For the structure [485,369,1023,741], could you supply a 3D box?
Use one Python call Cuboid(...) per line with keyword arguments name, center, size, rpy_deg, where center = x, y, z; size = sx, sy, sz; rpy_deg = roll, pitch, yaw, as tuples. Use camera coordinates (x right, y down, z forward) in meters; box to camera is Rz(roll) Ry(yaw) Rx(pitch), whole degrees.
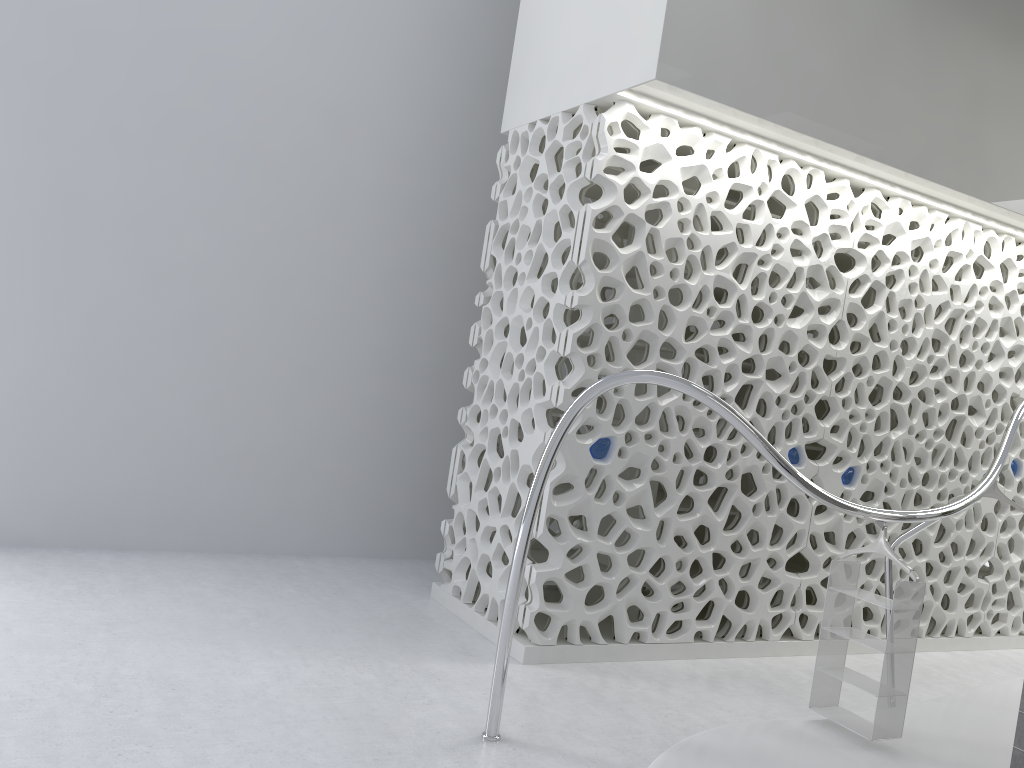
Cuboid(name="structure", center=(3.672, 1.040, 2.993), size=(5.250, 2.080, 5.433), rpy_deg=(8, 1, -34))
